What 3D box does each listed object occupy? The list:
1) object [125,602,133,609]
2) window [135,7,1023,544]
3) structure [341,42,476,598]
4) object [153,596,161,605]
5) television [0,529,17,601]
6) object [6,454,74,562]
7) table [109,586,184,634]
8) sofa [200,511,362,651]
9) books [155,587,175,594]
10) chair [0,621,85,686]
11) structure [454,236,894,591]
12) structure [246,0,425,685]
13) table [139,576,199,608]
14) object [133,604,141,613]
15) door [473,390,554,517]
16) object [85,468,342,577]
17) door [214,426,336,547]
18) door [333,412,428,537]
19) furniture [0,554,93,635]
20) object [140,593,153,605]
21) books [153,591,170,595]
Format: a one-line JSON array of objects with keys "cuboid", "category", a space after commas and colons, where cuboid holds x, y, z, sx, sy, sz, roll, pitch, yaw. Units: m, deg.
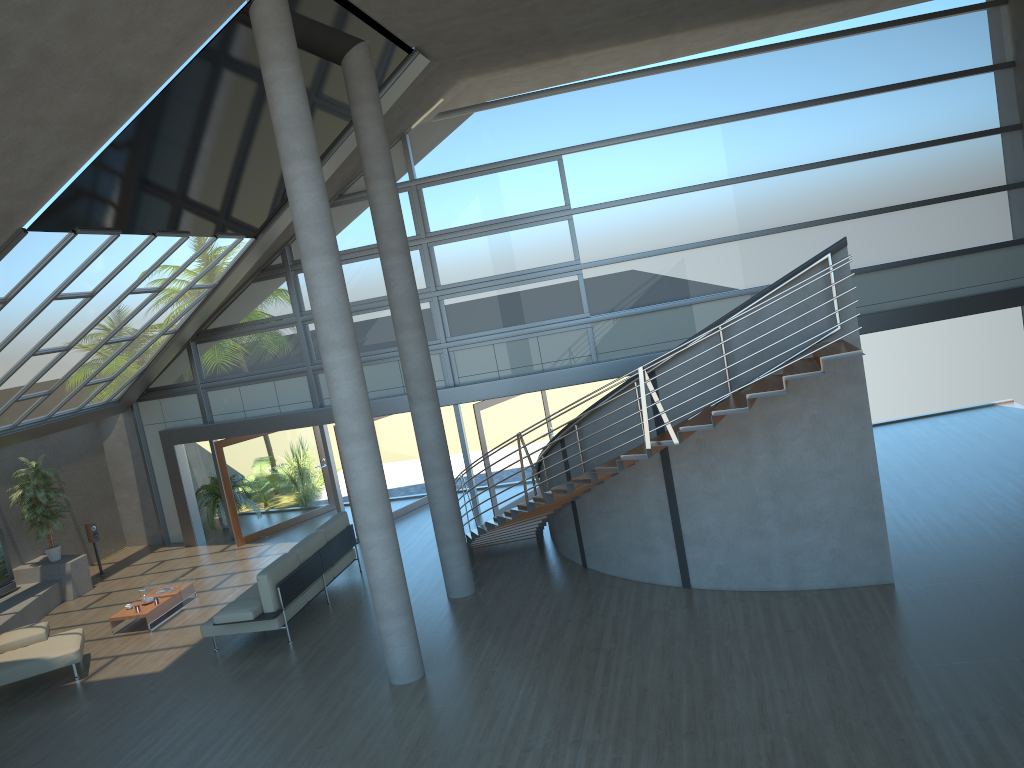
[{"cuboid": [-5.457, 3.162, 12.638, 0.102, 0.086, 0.100, -9, 7, 16], "category": "object"}, {"cuboid": [0.531, -1.324, 15.170, 16.616, 6.630, 1.098, -9, 6, 10], "category": "window"}, {"cuboid": [-1.300, -0.782, 11.091, 0.381, 7.125, 0.382, -15, 8, -34], "category": "structure"}, {"cuboid": [-5.056, 3.081, 12.622, 0.070, 0.101, 0.085, -5, 8, 40], "category": "object"}, {"cuboid": [-8.372, 2.984, 13.700, 0.396, 1.063, 1.568, -9, 6, 12], "category": "television"}, {"cuboid": [-7.921, 2.087, 14.949, 0.932, 1.857, 0.895, -14, 7, -29], "category": "object"}, {"cuboid": [-5.204, 3.256, 12.906, 0.600, 0.250, 1.200, -9, 6, 12], "category": "table"}, {"cuboid": [-3.094, 2.618, 12.115, 1.166, 0.947, 3.079, -9, 6, 12], "category": "sofa"}, {"cuboid": [-5.176, 3.076, 13.261, 0.275, 0.005, 0.189, -11, 6, -5], "category": "books"}, {"cuboid": [-6.096, 3.235, 11.132, 1.244, 1.023, 1.217, -13, 7, -22], "category": "chair"}, {"cuboid": [1.065, 0.635, 10.466, 2.349, 3.653, 6.809, -16, 8, -39], "category": "structure"}, {"cuboid": [-1.740, -0.445, 8.832, 0.381, 7.125, 0.382, -9, 6, 12], "category": "structure"}, {"cuboid": [-5.138, 3.145, 13.288, 0.680, 0.342, 0.400, -9, 6, 12], "category": "table"}, {"cuboid": [-5.248, 3.141, 12.412, 0.085, 0.101, 0.070, -9, 6, 11], "category": "object"}, {"cuboid": [0.144, 1.080, 15.562, 0.200, 1.977, 2.298, -6, 8, 33], "category": "door"}, {"cuboid": [-9.509, 3.592, 13.900, 7.863, 0.982, 21.345, -9, 7, 15], "category": "object"}, {"cuboid": [-4.460, 1.779, 16.929, 0.200, 1.977, 2.298, -5, 8, 41], "category": "door"}, {"cuboid": [-2.214, 1.453, 16.134, 0.200, 1.977, 2.298, -6, 8, 36], "category": "door"}, {"cuboid": [-7.781, 3.420, 14.124, 1.577, 0.610, 2.936, -9, 6, 12], "category": "furniture"}, {"cuboid": [-5.245, 3.074, 12.724, 0.178, 0.161, 0.178, -15, 8, -36], "category": "object"}, {"cuboid": [-5.202, 3.090, 13.216, 0.275, 0.005, 0.189, -11, 6, -7], "category": "books"}]
